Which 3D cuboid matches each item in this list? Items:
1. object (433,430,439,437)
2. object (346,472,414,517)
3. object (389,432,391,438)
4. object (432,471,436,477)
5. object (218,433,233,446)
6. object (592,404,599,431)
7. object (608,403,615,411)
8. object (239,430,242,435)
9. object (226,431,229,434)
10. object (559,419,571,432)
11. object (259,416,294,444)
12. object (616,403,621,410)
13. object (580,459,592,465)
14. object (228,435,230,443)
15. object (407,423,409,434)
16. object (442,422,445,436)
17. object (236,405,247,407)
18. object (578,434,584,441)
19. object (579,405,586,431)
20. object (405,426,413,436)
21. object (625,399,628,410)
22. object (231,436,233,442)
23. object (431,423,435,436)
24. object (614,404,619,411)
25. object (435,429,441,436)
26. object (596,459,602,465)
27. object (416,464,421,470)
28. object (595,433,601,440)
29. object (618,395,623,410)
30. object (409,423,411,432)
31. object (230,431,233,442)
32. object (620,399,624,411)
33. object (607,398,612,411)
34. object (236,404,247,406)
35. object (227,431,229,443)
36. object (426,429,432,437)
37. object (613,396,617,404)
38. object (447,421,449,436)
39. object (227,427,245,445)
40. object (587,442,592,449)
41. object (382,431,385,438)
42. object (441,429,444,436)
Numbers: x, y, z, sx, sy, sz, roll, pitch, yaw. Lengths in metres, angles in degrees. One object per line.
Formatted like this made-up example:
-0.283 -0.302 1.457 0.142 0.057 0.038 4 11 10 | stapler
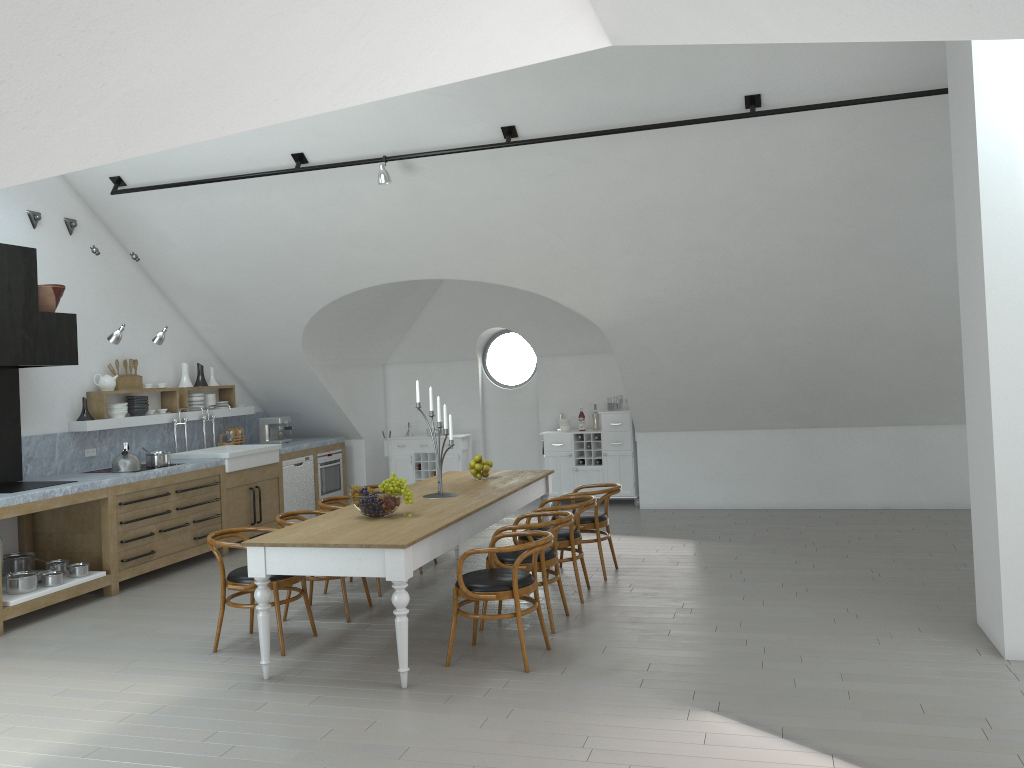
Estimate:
-0.984 0.640 11.484 0.077 0.085 0.077 -3 0 4 | object
-0.854 0.720 5.735 0.394 0.284 0.292 -3 0 -19 | object
-1.604 0.745 11.620 0.088 0.269 0.029 -3 -1 43 | object
-0.971 1.169 11.475 0.082 0.083 0.317 -3 1 16 | object
-3.306 0.660 10.226 0.100 0.171 0.173 -3 0 18 | object
1.050 0.420 11.107 0.085 0.331 0.085 -2 -1 -24 | object
1.231 0.286 10.948 0.082 0.105 0.081 -2 0 -35 | object
-3.207 0.634 10.465 0.040 0.192 0.042 -2 -1 -23 | object
-3.292 0.641 10.273 0.040 0.192 0.042 -2 -1 -36 | object
0.668 0.522 11.199 0.154 0.160 0.158 -3 0 45 | object
-2.823 0.562 10.793 0.386 0.320 0.324 -3 0 16 | object
1.333 0.283 11.083 0.071 0.099 0.071 -3 0 25 | object
0.933 0.965 11.116 0.156 0.085 0.331 -3 1 18 | object
-3.263 0.652 10.237 0.019 0.179 0.044 -2 -1 -18 | object
-1.384 0.596 11.814 0.039 0.175 0.054 -3 -1 17 | object
-0.880 0.587 11.561 0.054 0.179 0.054 -3 -1 -6 | object
-3.271 0.271 10.567 0.213 0.025 0.213 -3 1 4 | object
0.890 0.661 11.126 0.092 0.094 0.359 -3 1 17 | object
0.879 0.427 11.163 0.081 0.330 0.081 -3 -1 12 | object
-1.375 0.631 11.806 0.101 0.138 0.067 -3 -1 16 | object
1.431 0.255 11.002 0.046 0.143 0.046 -3 -1 28 | object
-3.248 0.651 10.273 0.044 0.179 0.019 -3 -1 1 | object
-1.024 0.599 11.538 0.048 0.169 0.048 -3 -1 4 | object
1.284 0.293 11.017 0.077 0.085 0.077 -3 0 24 | object
-0.954 0.633 11.571 0.094 0.093 0.093 -3 0 4 | object
1.098 0.961 11.060 0.081 0.081 0.358 -3 1 14 | object
-1.177 1.075 11.497 0.082 0.085 0.317 -3 1 17 | object
1.086 0.657 11.059 0.087 0.085 0.360 -3 1 17 | object
1.366 0.237 11.147 0.063 0.187 0.063 -3 -1 3 | object
-1.358 0.597 11.791 0.039 0.164 0.024 -3 -1 29 | object
-3.245 0.639 10.259 0.040 0.192 0.042 -2 -1 -37 | object
1.359 0.259 10.990 0.046 0.143 0.046 -3 -1 28 | object
1.217 0.254 11.029 0.048 0.169 0.048 -2 -1 -41 | object
-3.272 0.262 10.568 0.213 0.025 0.213 -3 1 4 | object
-3.280 0.644 10.248 0.019 0.196 0.022 -3 -1 5 | object
-1.070 0.634 11.471 0.081 0.105 0.082 -3 0 30 | object
1.302 0.243 11.147 0.054 0.179 0.054 -3 -1 11 | object
-0.835 0.582 11.516 0.063 0.187 0.063 -3 -1 2 | object
-3.255 0.629 10.443 0.104 0.223 0.200 -3 0 17 | object
0.993 0.767 11.102 0.085 0.085 0.331 -3 1 16 | object
-1.657 0.747 11.635 0.088 0.269 0.029 -2 -1 -10 | object
-0.902 0.629 11.496 0.071 0.099 0.071 -3 0 40 | object
